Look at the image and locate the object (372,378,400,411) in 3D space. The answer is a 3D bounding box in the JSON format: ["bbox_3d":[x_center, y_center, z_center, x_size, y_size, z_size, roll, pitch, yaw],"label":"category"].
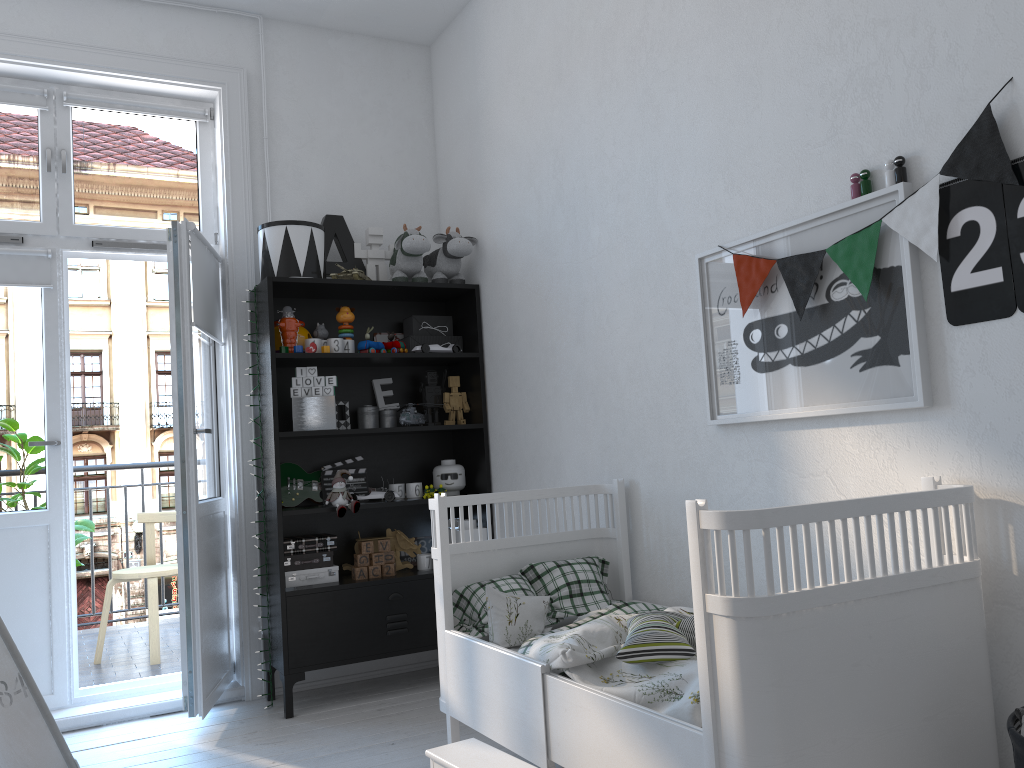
[{"bbox_3d":[-0.560,0.047,3.934,0.107,0.151,0.055,-1,-5,-28],"label":"object"}]

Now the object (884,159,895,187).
[{"bbox_3d":[0.843,-0.469,1.975,0.025,0.064,0.025,-1,-5,-32],"label":"object"}]

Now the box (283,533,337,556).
[{"bbox_3d":[-0.835,0.650,3.590,0.215,0.062,0.179,-1,-5,-28],"label":"box"}]

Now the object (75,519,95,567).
[{"bbox_3d":[-2.398,0.783,4.332,0.720,1.224,0.489,-2,-4,-18],"label":"object"}]

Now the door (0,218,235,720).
[{"bbox_3d":[-1.667,0.319,3.287,1.263,1.837,0.637,-1,-5,-26],"label":"door"}]

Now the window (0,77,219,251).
[{"bbox_3d":[-1.850,-0.900,3.598,1.263,0.660,0.101,-1,-5,-28],"label":"window"}]

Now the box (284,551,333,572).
[{"bbox_3d":[-0.848,0.711,3.576,0.215,0.062,0.179,-1,-5,-28],"label":"box"}]

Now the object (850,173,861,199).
[{"bbox_3d":[0.800,-0.459,2.062,0.025,0.064,0.025,-1,-5,-32],"label":"object"}]

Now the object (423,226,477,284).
[{"bbox_3d":[-0.320,-0.541,3.901,0.211,0.253,0.387,1,-6,-44],"label":"object"}]

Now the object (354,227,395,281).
[{"bbox_3d":[-0.605,-0.543,3.934,0.190,0.290,0.065,-2,-4,-23],"label":"object"}]

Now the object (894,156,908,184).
[{"bbox_3d":[0.855,-0.471,1.953,0.025,0.064,0.025,-1,-5,-35],"label":"object"}]

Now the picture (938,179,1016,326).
[{"bbox_3d":[0.944,-0.276,1.814,0.010,0.301,0.152,-1,-5,-28],"label":"picture"}]

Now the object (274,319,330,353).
[{"bbox_3d":[-0.888,-0.203,3.628,0.197,0.197,0.318,-1,-5,-31],"label":"object"}]

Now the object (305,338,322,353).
[{"bbox_3d":[-0.803,-0.147,3.586,0.067,0.067,0.067,-1,-5,-27],"label":"object"}]

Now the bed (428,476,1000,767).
[{"bbox_3d":[0.365,0.672,2.212,0.670,0.832,1.405,-1,-5,-28],"label":"bed"}]

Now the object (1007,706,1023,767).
[{"bbox_3d":[0.968,0.725,1.344,0.345,0.513,0.346,0,-5,-37],"label":"object"}]

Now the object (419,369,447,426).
[{"bbox_3d":[-0.345,0.062,3.923,0.117,0.259,0.081,-1,-5,-28],"label":"object"}]

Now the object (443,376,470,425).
[{"bbox_3d":[-0.248,0.074,3.902,0.114,0.221,0.052,-1,-5,-28],"label":"object"}]

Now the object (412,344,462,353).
[{"bbox_3d":[-0.324,-0.148,3.812,0.230,0.048,0.098,0,-6,-38],"label":"object"}]

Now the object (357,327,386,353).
[{"bbox_3d":[-0.590,-0.177,3.729,0.087,0.126,0.121,-7,-5,39],"label":"object"}]

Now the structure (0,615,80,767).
[{"bbox_3d":[-1.928,0.387,2.539,1.144,1.748,1.143,-7,-5,38],"label":"structure"}]

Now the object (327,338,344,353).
[{"bbox_3d":[-0.719,-0.150,3.613,0.067,0.067,0.067,-1,-5,-27],"label":"object"}]

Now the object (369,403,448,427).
[{"bbox_3d":[-0.435,0.136,3.810,0.368,0.105,0.349,-1,-5,-26],"label":"object"}]

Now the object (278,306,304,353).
[{"bbox_3d":[-0.885,-0.213,3.550,0.105,0.203,0.072,-2,-4,-20],"label":"object"}]

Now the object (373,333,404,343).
[{"bbox_3d":[-0.454,-0.168,4.024,0.347,0.131,0.037,-1,-5,-28],"label":"object"}]

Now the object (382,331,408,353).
[{"bbox_3d":[-0.512,-0.175,3.817,0.122,0.112,0.087,-6,-5,33],"label":"object"}]

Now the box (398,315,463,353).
[{"bbox_3d":[-0.361,-0.206,3.957,0.251,0.189,0.179,-1,-5,-28],"label":"box"}]

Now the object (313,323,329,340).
[{"bbox_3d":[-0.807,-0.180,3.754,0.063,0.160,0.063,-7,-5,41],"label":"object"}]

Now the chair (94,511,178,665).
[{"bbox_3d":[-1.841,1.025,4.570,0.436,0.715,0.498,-5,-4,17],"label":"chair"}]

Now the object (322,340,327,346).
[{"bbox_3d":[-0.776,-0.143,3.649,0.067,0.067,0.067,-7,-5,36],"label":"object"}]

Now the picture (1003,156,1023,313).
[{"bbox_3d":[1.015,-0.293,1.679,0.013,0.305,0.153,-1,-5,-28],"label":"picture"}]

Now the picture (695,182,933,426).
[{"bbox_3d":[0.716,-0.162,2.230,0.030,0.492,0.704,-1,-5,-28],"label":"picture"}]

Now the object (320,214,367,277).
[{"bbox_3d":[-0.774,-0.564,3.882,0.343,0.344,0.057,-1,-5,-28],"label":"object"}]

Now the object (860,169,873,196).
[{"bbox_3d":[0.813,-0.462,2.037,0.025,0.064,0.025,-1,-5,-30],"label":"object"}]

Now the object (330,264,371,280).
[{"bbox_3d":[-0.680,-0.461,3.713,0.121,0.100,0.338,-4,-5,7],"label":"object"}]

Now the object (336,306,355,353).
[{"bbox_3d":[-0.689,-0.219,3.681,0.077,0.213,0.077,-4,-4,6],"label":"object"}]

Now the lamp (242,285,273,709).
[{"bbox_3d":[-0.623,0.429,3.774,0.985,1.683,0.095,-1,-5,-30],"label":"lamp"}]

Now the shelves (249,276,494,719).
[{"bbox_3d":[-0.570,0.425,3.730,0.911,1.676,0.353,-1,-5,-28],"label":"shelves"}]

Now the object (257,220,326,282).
[{"bbox_3d":[-0.906,-0.526,3.724,0.272,0.259,0.395,-4,-4,1],"label":"object"}]

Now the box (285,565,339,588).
[{"bbox_3d":[-0.827,0.771,3.580,0.215,0.062,0.179,-1,-5,-28],"label":"box"}]

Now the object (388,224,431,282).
[{"bbox_3d":[-0.452,-0.539,3.826,0.154,0.253,0.370,-2,-5,-20],"label":"object"}]

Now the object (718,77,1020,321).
[{"bbox_3d":[0.777,-0.374,2.098,0.058,0.414,0.905,-1,-5,-29],"label":"object"}]
